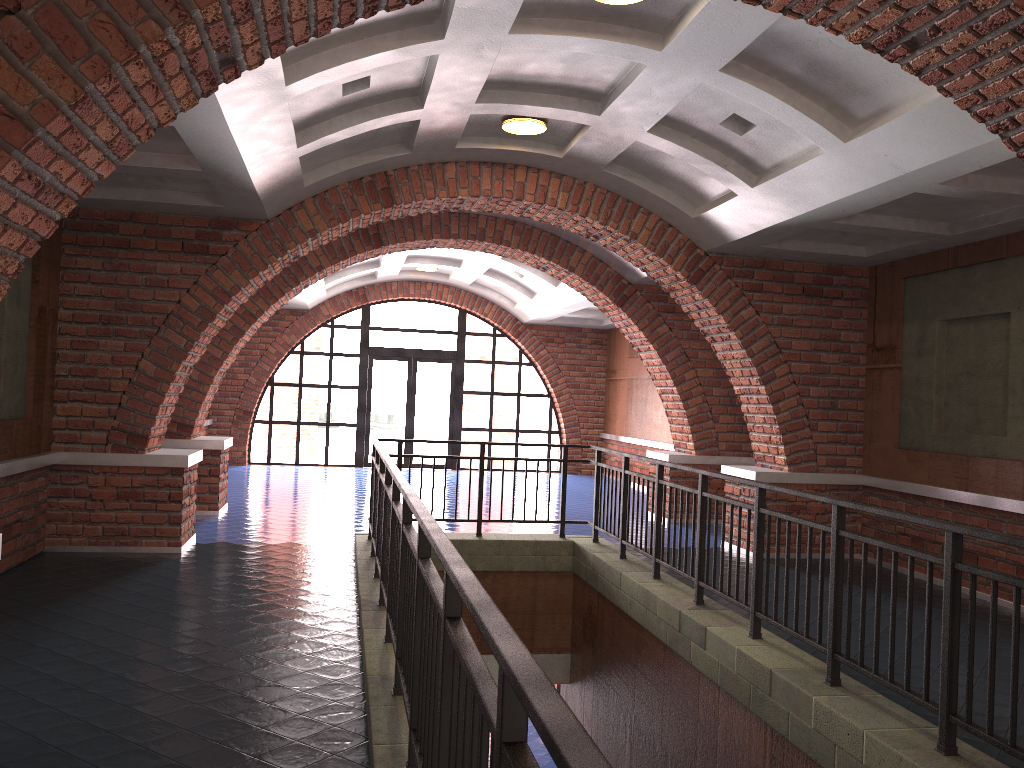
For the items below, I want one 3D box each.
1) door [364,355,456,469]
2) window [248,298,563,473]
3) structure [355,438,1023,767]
[{"bbox_3d":[-2.041,0.572,17.801,1.754,2.236,0.040,3,-1,-11],"label":"door"},{"bbox_3d":[-1.964,0.007,17.815,6.353,3.471,0.100,3,-1,-11],"label":"window"},{"bbox_3d":[0.615,3.356,3.479,2.464,5.665,11.176,3,-1,-11],"label":"structure"}]
